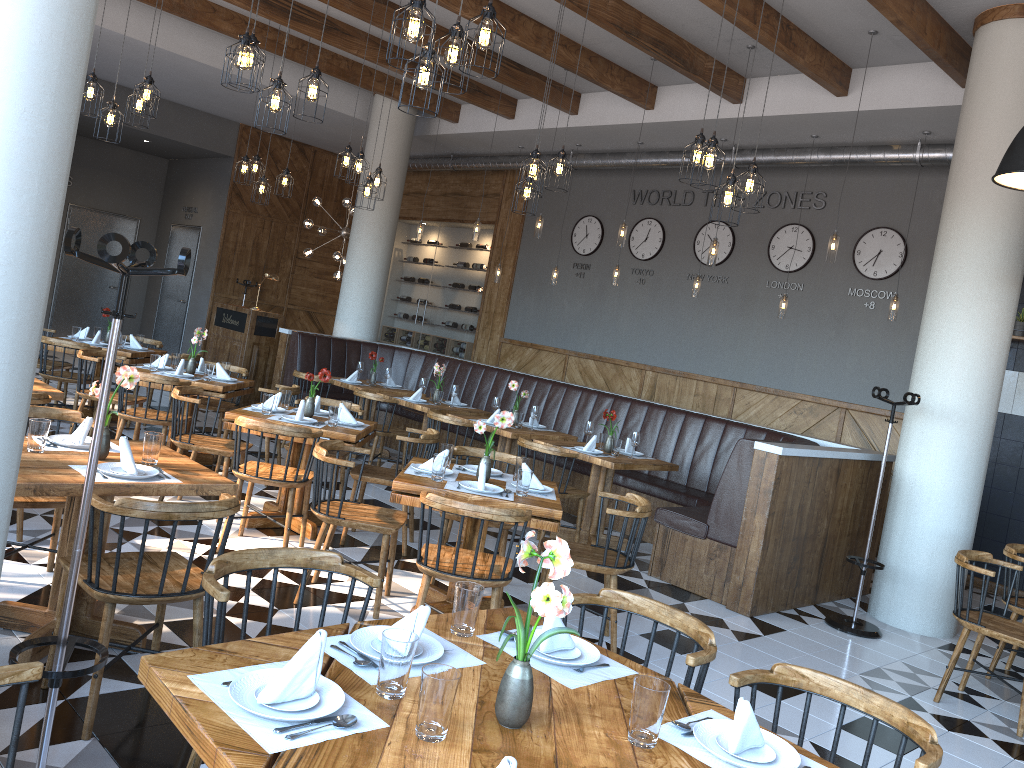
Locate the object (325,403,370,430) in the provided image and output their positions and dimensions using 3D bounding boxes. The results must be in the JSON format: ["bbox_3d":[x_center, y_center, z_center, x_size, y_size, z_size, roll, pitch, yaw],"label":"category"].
[{"bbox_3d":[-1.121,0.208,6.066,0.272,0.137,0.352,10,3,0],"label":"object"}]

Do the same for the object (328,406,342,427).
[{"bbox_3d":[-1.174,0.214,5.844,0.080,0.132,0.080,9,2,-30],"label":"object"}]

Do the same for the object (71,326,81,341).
[{"bbox_3d":[-4.187,-0.481,8.506,0.080,0.132,0.080,11,2,20],"label":"object"}]

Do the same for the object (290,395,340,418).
[{"bbox_3d":[-1.386,0.145,6.331,0.352,0.137,0.272,10,3,0],"label":"object"}]

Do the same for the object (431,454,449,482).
[{"bbox_3d":[-0.375,0.433,4.564,0.080,0.132,0.080,11,2,20],"label":"object"}]

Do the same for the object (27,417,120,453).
[{"bbox_3d":[-1.887,0.200,3.879,0.351,0.137,0.273,7,4,-45],"label":"object"}]

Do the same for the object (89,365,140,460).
[{"bbox_3d":[-1.660,0.119,3.668,0.146,0.400,0.206,10,1,9],"label":"object"}]

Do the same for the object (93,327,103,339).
[{"bbox_3d":[-4.184,-0.506,8.941,0.080,0.132,0.080,10,2,-20],"label":"object"}]

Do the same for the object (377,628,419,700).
[{"bbox_3d":[-0.253,0.610,1.924,0.080,0.132,0.080,11,2,30],"label":"object"}]

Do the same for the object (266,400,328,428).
[{"bbox_3d":[-1.386,0.177,5.798,0.352,0.137,0.272,10,3,0],"label":"object"}]

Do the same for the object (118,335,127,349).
[{"bbox_3d":[-3.752,-0.404,8.510,0.080,0.132,0.080,9,2,-30],"label":"object"}]

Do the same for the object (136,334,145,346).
[{"bbox_3d":[-3.760,-0.431,8.950,0.080,0.132,0.080,10,2,-20],"label":"object"}]

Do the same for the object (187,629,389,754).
[{"bbox_3d":[-0.449,0.579,1.808,0.271,0.137,0.353,7,4,-45],"label":"object"}]

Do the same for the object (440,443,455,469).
[{"bbox_3d":[-0.373,0.408,4.999,0.080,0.132,0.080,10,2,10],"label":"object"}]

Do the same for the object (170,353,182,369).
[{"bbox_3d":[-2.887,-0.195,7.599,0.080,0.132,0.080,9,2,-30],"label":"object"}]

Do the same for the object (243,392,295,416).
[{"bbox_3d":[-1.650,0.114,6.063,0.272,0.137,0.352,10,3,0],"label":"object"}]

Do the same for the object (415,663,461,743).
[{"bbox_3d":[-0.152,0.637,1.765,0.080,0.132,0.080,11,2,30],"label":"object"}]

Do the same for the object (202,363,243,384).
[{"bbox_3d":[-2.407,-0.100,7.391,0.272,0.137,0.352,10,3,0],"label":"object"}]

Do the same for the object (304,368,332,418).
[{"bbox_3d":[-1.333,0.061,6.047,0.171,0.355,0.156,10,1,10],"label":"object"}]

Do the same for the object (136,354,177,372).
[{"bbox_3d":[-2.936,-0.194,7.388,0.272,0.137,0.352,10,3,0],"label":"object"}]

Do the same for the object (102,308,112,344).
[{"bbox_3d":[-3.985,-0.572,8.735,0.171,0.355,0.156,10,1,2],"label":"object"}]

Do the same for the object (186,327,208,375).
[{"bbox_3d":[-2.627,-0.273,7.394,0.146,0.400,0.207,9,2,-33],"label":"object"}]

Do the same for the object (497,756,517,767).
[{"bbox_3d":[-0.054,0.674,1.399,0.271,0.137,0.353,7,4,-45],"label":"object"}]

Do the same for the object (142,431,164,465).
[{"bbox_3d":[-1.526,0.274,3.754,0.080,0.132,0.080,11,2,30],"label":"object"}]

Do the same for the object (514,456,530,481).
[{"bbox_3d":[0.052,0.483,5.008,0.080,0.132,0.080,10,2,10],"label":"object"}]

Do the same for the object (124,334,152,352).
[{"bbox_3d":[-3.707,-0.411,8.731,0.272,0.137,0.352,10,3,0],"label":"object"}]

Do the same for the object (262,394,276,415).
[{"bbox_3d":[-1.609,0.137,5.840,0.079,0.132,0.080,9,2,-40],"label":"object"}]

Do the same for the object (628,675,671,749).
[{"bbox_3d":[0.291,0.708,1.907,0.080,0.132,0.080,11,2,30],"label":"object"}]

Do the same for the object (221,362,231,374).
[{"bbox_3d":[-2.463,-0.120,7.609,0.080,0.132,0.080,9,2,-30],"label":"object"}]

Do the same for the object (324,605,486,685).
[{"bbox_3d":[-0.267,0.590,2.173,0.351,0.137,0.273,7,4,-45],"label":"object"}]

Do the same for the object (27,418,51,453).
[{"bbox_3d":[-1.929,0.211,3.604,0.080,0.132,0.080,11,2,30],"label":"object"}]

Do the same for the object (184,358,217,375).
[{"bbox_3d":[-2.672,-0.163,7.656,0.352,0.137,0.272,10,3,0],"label":"object"}]

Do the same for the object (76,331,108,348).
[{"bbox_3d":[-3.971,-0.443,8.463,0.352,0.137,0.272,10,3,0],"label":"object"}]

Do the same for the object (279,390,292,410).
[{"bbox_3d":[-1.607,0.112,6.275,0.079,0.132,0.080,9,2,-40],"label":"object"}]

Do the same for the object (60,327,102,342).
[{"bbox_3d":[-4.236,-0.506,8.727,0.272,0.137,0.352,10,3,0],"label":"object"}]

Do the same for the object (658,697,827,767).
[{"bbox_3d":[0.525,0.745,1.944,0.271,0.137,0.353,7,4,-45],"label":"object"}]

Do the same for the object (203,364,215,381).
[{"bbox_3d":[-2.455,-0.093,7.168,0.080,0.132,0.080,9,2,-30],"label":"object"}]

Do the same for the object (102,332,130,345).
[{"bbox_3d":[-3.971,-0.474,8.996,0.352,0.137,0.272,10,3,0],"label":"object"}]

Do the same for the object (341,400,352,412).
[{"bbox_3d":[-1.182,0.187,6.284,0.079,0.132,0.080,9,2,-40],"label":"object"}]

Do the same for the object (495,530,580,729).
[{"bbox_3d":[0.051,0.529,1.899,0.146,0.400,0.207,9,2,-40],"label":"object"}]

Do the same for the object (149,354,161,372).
[{"bbox_3d":[-2.890,-0.170,7.164,0.080,0.132,0.080,9,2,-30],"label":"object"}]

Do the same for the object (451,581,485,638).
[{"bbox_3d":[-0.124,0.606,2.379,0.080,0.132,0.080,11,2,30],"label":"object"}]

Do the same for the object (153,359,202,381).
[{"bbox_3d":[-2.671,-0.131,7.123,0.352,0.137,0.272,10,3,0],"label":"object"}]

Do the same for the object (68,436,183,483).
[{"bbox_3d":[-1.516,0.288,3.504,0.351,0.137,0.273,7,4,-45],"label":"object"}]

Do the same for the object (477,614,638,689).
[{"bbox_3d":[0.130,0.651,2.352,0.271,0.137,0.353,7,4,-45],"label":"object"}]

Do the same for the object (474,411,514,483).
[{"bbox_3d":[-0.117,0.332,4.755,0.206,0.400,0.147,9,1,-25],"label":"object"}]
